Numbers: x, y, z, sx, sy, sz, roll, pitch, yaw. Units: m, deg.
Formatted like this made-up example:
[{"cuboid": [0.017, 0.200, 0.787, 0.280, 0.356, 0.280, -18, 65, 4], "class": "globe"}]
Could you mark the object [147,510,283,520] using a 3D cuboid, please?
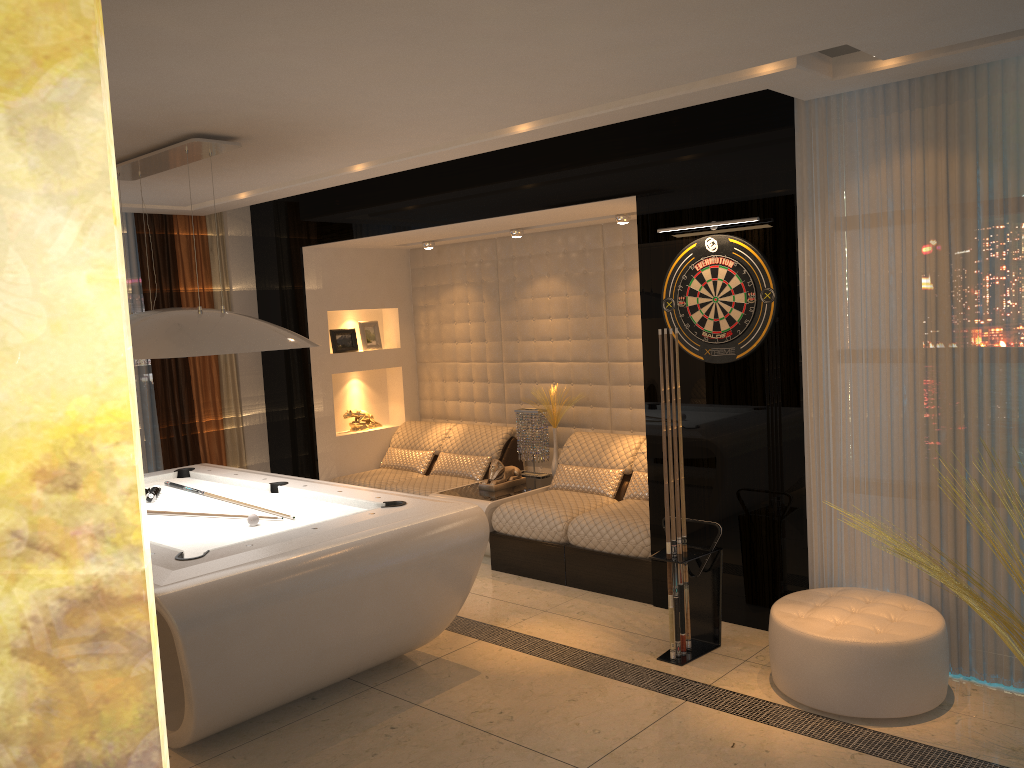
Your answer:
[{"cuboid": [-1.860, 0.671, 4.635, 1.605, 0.026, 0.028, -1, 5, 23], "class": "object"}]

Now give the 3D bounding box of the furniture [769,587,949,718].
[{"cuboid": [1.510, 1.153, 3.894, 0.735, 0.357, 0.735, 1, 7, 44], "class": "furniture"}]

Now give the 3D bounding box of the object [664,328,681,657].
[{"cuboid": [0.770, 0.535, 4.268, 0.027, 1.605, 0.026, -4, 5, -9], "class": "object"}]

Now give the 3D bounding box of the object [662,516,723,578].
[{"cuboid": [0.901, 0.820, 4.419, 0.330, 0.297, 0.032, 1, 6, 42], "class": "object"}]

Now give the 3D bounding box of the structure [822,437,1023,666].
[{"cuboid": [1.897, 0.818, 2.934, 1.275, 1.142, 1.282, -3, 5, -1], "class": "structure"}]

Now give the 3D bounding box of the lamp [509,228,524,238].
[{"cuboid": [0.033, -1.146, 6.565, 0.107, 0.127, 0.107, -1, 5, 24], "class": "lamp"}]

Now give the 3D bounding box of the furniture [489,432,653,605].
[{"cuboid": [0.687, 0.807, 5.904, 1.312, 0.810, 1.107, 1, 6, 42], "class": "furniture"}]

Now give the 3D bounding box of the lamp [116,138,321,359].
[{"cuboid": [-1.783, -0.656, 4.603, 1.578, 0.995, 0.939, 1, 6, 43], "class": "lamp"}]

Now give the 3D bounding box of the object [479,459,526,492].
[{"cuboid": [-0.073, 0.643, 6.492, 0.155, 0.217, 0.344, 1, 6, 42], "class": "object"}]

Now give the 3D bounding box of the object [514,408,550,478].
[{"cuboid": [0.159, 0.448, 6.833, 0.247, 0.522, 0.124, 1, 6, 42], "class": "object"}]

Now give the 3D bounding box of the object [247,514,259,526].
[{"cuboid": [-1.244, 0.653, 4.264, 0.057, 0.057, 0.057, -2, 5, 12], "class": "object"}]

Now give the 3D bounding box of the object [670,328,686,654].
[{"cuboid": [0.802, 0.532, 4.303, 0.027, 1.605, 0.026, -4, 5, -9], "class": "object"}]

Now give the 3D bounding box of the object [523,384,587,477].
[{"cuboid": [0.331, 0.366, 6.594, 0.390, 0.718, 0.388, 0, 6, 34], "class": "object"}]

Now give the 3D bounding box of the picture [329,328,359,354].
[{"cuboid": [-1.425, -0.362, 7.495, 0.090, 0.209, 0.264, 1, 6, 43], "class": "picture"}]

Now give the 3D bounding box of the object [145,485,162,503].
[{"cuboid": [-2.113, 0.631, 5.111, 0.299, 0.057, 0.265, -2, 5, 17], "class": "object"}]

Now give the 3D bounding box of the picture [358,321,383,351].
[{"cuboid": [-1.234, -0.416, 7.699, 0.094, 0.262, 0.211, 1, 6, 42], "class": "picture"}]

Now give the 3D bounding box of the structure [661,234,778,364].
[{"cuboid": [1.065, -0.439, 4.610, 0.669, 0.669, 0.048, 1, 6, 42], "class": "structure"}]

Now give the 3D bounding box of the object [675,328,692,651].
[{"cuboid": [0.835, 0.528, 4.338, 0.027, 1.605, 0.026, -4, 5, -9], "class": "object"}]

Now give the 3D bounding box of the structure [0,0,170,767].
[{"cuboid": [-1.346, 0.388, 1.696, 2.180, 2.555, 0.448, 1, 6, 42], "class": "structure"}]

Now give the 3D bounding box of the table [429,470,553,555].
[{"cuboid": [-0.009, 0.971, 6.560, 0.608, 0.457, 1.143, 1, 6, 42], "class": "table"}]

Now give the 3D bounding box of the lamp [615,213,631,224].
[{"cuboid": [0.738, -1.131, 5.918, 0.107, 0.127, 0.107, -1, 5, 24], "class": "lamp"}]

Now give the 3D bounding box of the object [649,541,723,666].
[{"cuboid": [0.851, 1.076, 4.369, 0.261, 0.508, 0.325, 1, 6, 42], "class": "object"}]

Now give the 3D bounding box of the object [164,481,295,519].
[{"cuboid": [-1.606, 0.633, 4.919, 0.028, 0.026, 1.605, -7, 6, -42], "class": "object"}]

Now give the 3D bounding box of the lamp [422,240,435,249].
[{"cuboid": [-0.681, -1.160, 7.219, 0.107, 0.127, 0.107, -1, 5, 24], "class": "lamp"}]

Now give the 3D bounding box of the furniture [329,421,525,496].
[{"cuboid": [-0.719, 0.778, 7.192, 1.312, 0.810, 1.107, 1, 6, 42], "class": "furniture"}]

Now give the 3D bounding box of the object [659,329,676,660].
[{"cuboid": [0.738, 0.540, 4.233, 0.027, 1.605, 0.026, -4, 5, -9], "class": "object"}]

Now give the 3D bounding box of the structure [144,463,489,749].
[{"cuboid": [-1.701, 1.030, 4.727, 2.912, 0.812, 1.659, 1, 6, 42], "class": "structure"}]

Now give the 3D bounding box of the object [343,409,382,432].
[{"cuboid": [-1.295, 0.308, 7.722, 0.409, 0.202, 0.124, -8, 6, -44], "class": "object"}]
